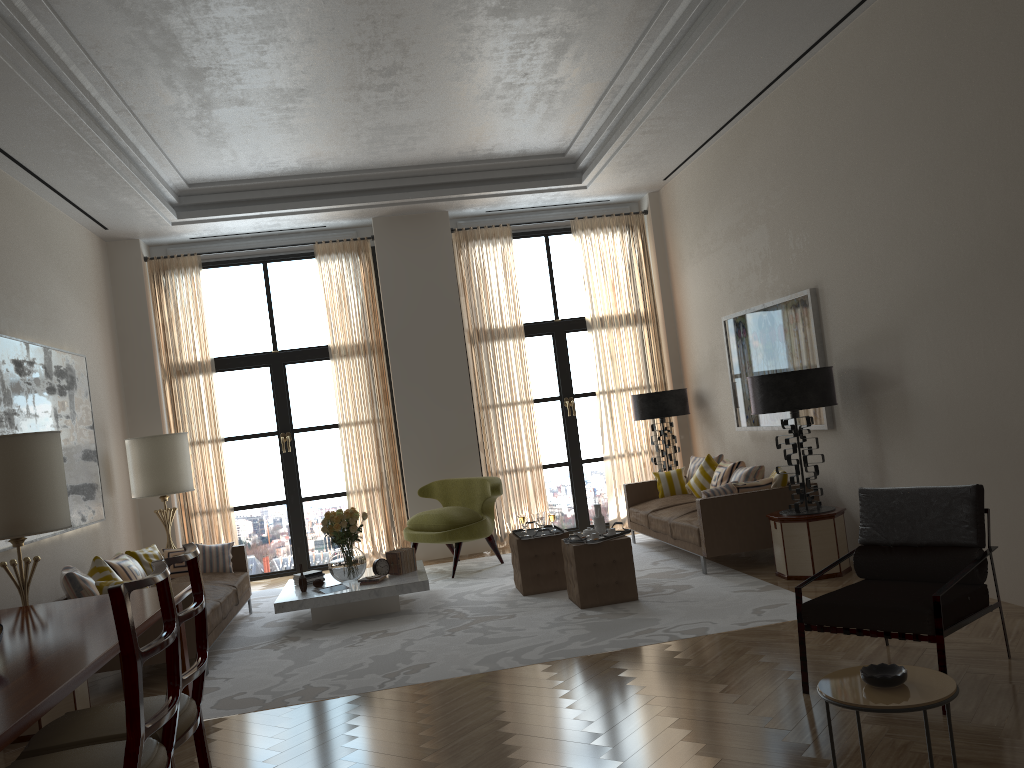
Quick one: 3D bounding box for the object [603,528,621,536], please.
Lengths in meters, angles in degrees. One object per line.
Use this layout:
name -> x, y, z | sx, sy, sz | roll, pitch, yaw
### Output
object -> 0.995, 1.474, 8.841 | 0.176, 0.067, 0.176 | -7, -2, -10

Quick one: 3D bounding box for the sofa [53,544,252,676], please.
sofa -> -3.561, 2.316, 9.034 | 1.351, 0.819, 2.982 | -7, -2, -9

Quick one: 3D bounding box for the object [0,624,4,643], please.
object -> -2.706, 1.319, 4.117 | 0.331, 0.164, 1.084 | -7, -2, 2

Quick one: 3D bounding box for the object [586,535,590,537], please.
object -> 0.816, 1.501, 8.760 | 0.186, 0.026, 0.041 | -7, -2, -1

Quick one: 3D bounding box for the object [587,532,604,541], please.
object -> 0.813, 1.489, 8.660 | 0.176, 0.067, 0.176 | -7, -2, -7

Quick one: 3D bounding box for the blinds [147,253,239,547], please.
blinds -> -4.550, 0.588, 12.772 | 0.780, 4.885, 0.419 | -7, -1, -6

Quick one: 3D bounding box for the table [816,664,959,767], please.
table -> 1.682, 1.594, 3.911 | 0.585, 0.547, 0.583 | -8, -2, 31

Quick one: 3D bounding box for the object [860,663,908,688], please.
object -> 1.643, 1.292, 3.916 | 0.193, 0.064, 0.193 | -8, -2, 14

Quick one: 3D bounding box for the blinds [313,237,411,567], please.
blinds -> -2.202, 0.298, 13.125 | 0.873, 4.873, 0.418 | -7, -1, -6

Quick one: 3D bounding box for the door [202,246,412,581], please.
door -> -3.379, 0.461, 13.175 | 3.256, 4.766, 0.240 | -7, -1, -9

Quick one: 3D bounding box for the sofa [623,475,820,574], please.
sofa -> 2.441, 1.626, 10.858 | 1.351, 0.819, 2.982 | -7, -2, -9

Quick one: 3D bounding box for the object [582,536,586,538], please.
object -> 0.699, 1.512, 8.714 | 0.052, 0.027, 0.080 | -9, -2, 38

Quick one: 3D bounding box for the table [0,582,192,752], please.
table -> -2.867, 1.956, 4.487 | 1.799, 1.027, 3.805 | -7, -2, -9

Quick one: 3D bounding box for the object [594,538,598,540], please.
object -> 0.813, 1.505, 8.559 | 0.053, 0.025, 0.049 | -7, -2, -7

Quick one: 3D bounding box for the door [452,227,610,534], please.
door -> 0.836, -0.048, 13.811 | 3.084, 4.766, 0.240 | -7, -1, -9

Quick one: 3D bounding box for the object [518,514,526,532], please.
object -> 0.119, 1.572, 9.980 | 0.098, 0.191, 0.098 | -7, -1, -26

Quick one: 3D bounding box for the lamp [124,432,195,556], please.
lamp -> -4.454, 1.789, 11.451 | 0.769, 2.254, 0.766 | -8, -1, 44

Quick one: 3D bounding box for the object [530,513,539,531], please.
object -> 0.266, 1.551, 9.929 | 0.098, 0.191, 0.098 | -7, -1, -9

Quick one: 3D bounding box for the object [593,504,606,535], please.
object -> 0.883, 1.375, 9.011 | 0.113, 0.305, 0.125 | -8, -1, 28

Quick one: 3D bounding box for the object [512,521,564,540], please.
object -> 0.278, 1.603, 9.783 | 0.490, 0.092, 0.803 | -7, -2, -9

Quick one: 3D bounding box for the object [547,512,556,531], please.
object -> 0.448, 1.523, 9.805 | 0.098, 0.191, 0.098 | -7, -1, 17

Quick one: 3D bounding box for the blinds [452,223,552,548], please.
blinds -> -0.143, 0.050, 13.437 | 0.959, 4.873, 0.419 | -7, -1, -7

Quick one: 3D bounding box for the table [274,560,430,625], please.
table -> -1.734, 2.350, 9.869 | 1.583, 0.343, 1.502 | -7, -2, -9

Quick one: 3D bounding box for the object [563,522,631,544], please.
object -> 0.849, 1.484, 8.829 | 0.719, 0.101, 0.442 | -5, -3, -45

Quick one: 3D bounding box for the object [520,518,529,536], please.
object -> 0.146, 1.555, 9.633 | 0.098, 0.191, 0.098 | -7, -1, 17

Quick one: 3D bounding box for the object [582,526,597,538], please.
object -> 0.776, 1.485, 8.902 | 0.176, 0.105, 0.136 | -7, -2, -12

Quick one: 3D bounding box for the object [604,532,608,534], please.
object -> 0.942, 1.504, 8.924 | 0.053, 0.025, 0.049 | -6, -2, -42

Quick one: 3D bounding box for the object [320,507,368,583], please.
object -> -1.817, 1.785, 9.812 | 0.539, 0.821, 0.628 | -7, -1, -13

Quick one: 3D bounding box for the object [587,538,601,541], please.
object -> 0.804, 1.509, 8.594 | 0.187, 0.015, 0.041 | -6, -2, -22

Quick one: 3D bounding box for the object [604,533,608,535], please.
object -> 0.969, 1.501, 8.901 | 0.041, 0.015, 0.187 | -8, -2, 33

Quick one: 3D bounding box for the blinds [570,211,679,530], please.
blinds -> 1.797, -0.185, 13.728 | 1.241, 4.873, 0.419 | -7, -1, -7

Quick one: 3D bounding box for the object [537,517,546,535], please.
object -> 0.324, 1.528, 9.502 | 0.098, 0.191, 0.098 | -7, -1, -9

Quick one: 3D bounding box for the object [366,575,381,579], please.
object -> -1.496, 2.079, 9.566 | 0.138, 0.019, 0.137 | -6, -2, -24

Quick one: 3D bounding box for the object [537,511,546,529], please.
object -> 0.340, 1.546, 10.050 | 0.098, 0.191, 0.098 | -8, -1, 39

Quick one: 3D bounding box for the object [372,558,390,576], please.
object -> -1.446, 2.034, 9.807 | 0.082, 0.209, 0.204 | -8, -1, 42

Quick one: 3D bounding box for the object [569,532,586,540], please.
object -> 0.652, 1.501, 8.763 | 0.175, 0.067, 0.176 | -6, -2, -33
